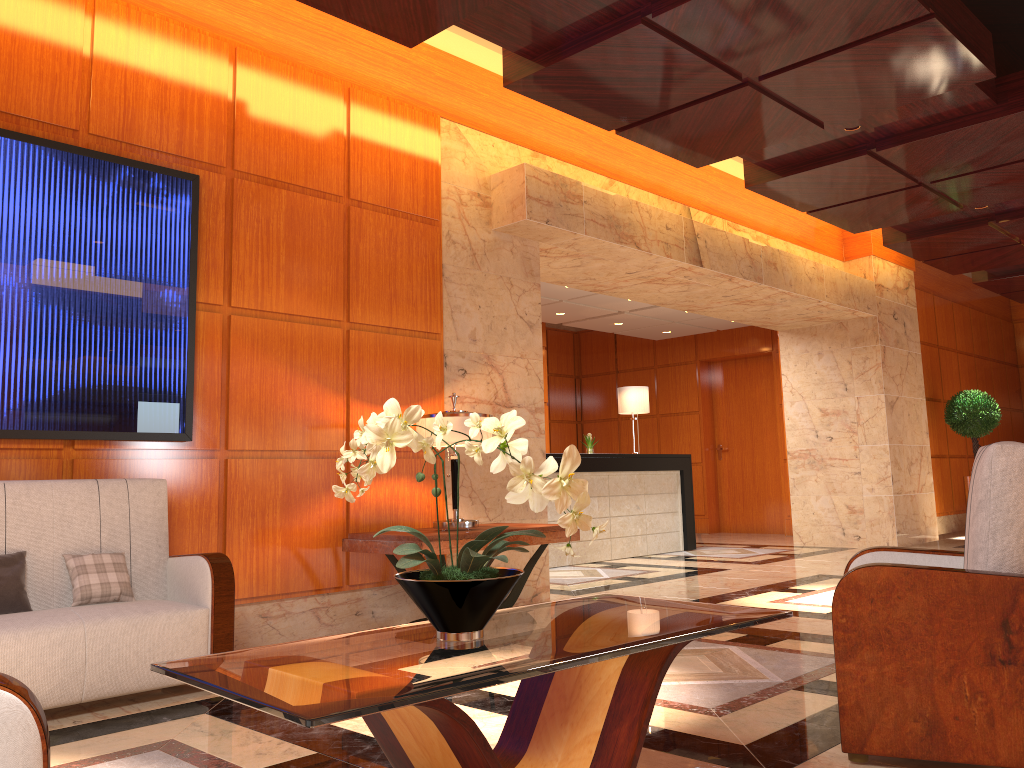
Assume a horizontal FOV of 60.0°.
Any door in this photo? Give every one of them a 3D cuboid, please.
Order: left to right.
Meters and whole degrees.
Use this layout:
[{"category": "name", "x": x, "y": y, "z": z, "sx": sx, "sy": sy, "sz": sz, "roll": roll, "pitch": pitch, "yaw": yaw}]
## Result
[{"category": "door", "x": 3.562, "y": 0.913, "z": 13.483, "sx": 1.282, "sy": 2.712, "sz": 0.340, "roll": -9, "pitch": -11, "yaw": 44}]

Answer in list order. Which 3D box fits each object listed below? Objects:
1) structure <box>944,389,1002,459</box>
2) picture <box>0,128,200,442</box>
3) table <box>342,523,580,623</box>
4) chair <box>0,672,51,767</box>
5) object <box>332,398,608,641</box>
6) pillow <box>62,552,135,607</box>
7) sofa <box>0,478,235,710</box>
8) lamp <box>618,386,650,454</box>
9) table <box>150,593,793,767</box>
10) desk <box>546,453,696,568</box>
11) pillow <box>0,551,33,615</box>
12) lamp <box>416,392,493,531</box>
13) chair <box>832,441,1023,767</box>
[{"category": "structure", "x": 6.277, "y": 0.911, "z": 11.986, "sx": 0.721, "sy": 1.722, "sz": 0.718, "roll": -5, "pitch": -9, "yaw": 22}, {"category": "picture", "x": -2.413, "y": -0.479, "z": 4.065, "sx": 0.056, "sy": 1.460, "sz": 1.992, "roll": -10, "pitch": -11, "yaw": 44}, {"category": "table", "x": -0.273, "y": 1.170, "z": 5.272, "sx": 0.723, "sy": 0.610, "sz": 1.267, "roll": -9, "pitch": -10, "yaw": 44}, {"category": "chair", "x": -0.895, "y": 0.538, "z": 1.065, "sx": 0.628, "sy": 0.966, "sz": 0.734, "roll": 2, "pitch": -9, "yaw": -26}, {"category": "object", "x": -0.140, "y": 0.335, "z": 2.279, "sx": 0.787, "sy": 0.621, "sz": 0.415, "roll": -4, "pitch": -8, "yaw": 21}, {"category": "pillow", "x": -1.812, "y": 0.860, "z": 3.896, "sx": 0.273, "sy": 0.231, "sz": 0.201, "roll": 5, "pitch": -10, "yaw": -43}, {"category": "sofa", "x": -2.087, "y": 0.855, "z": 3.566, "sx": 1.795, "sy": 0.938, "sz": 0.610, "roll": 5, "pitch": -10, "yaw": -45}, {"category": "lamp", "x": 1.485, "y": 0.453, "z": 10.747, "sx": 0.372, "sy": 0.825, "sz": 0.370, "roll": 2, "pitch": -9, "yaw": -20}, {"category": "table", "x": -0.003, "y": 0.890, "z": 2.241, "sx": 1.557, "sy": 0.499, "sz": 0.720, "roll": 4, "pitch": -9, "yaw": -42}, {"category": "desk", "x": 0.845, "y": 1.383, "z": 10.034, "sx": 0.938, "sy": 1.147, "sz": 2.919, "roll": -9, "pitch": -10, "yaw": 44}, {"category": "pillow", "x": -2.151, "y": 0.822, "z": 3.606, "sx": 0.159, "sy": 0.254, "sz": 0.357, "roll": -8, "pitch": -10, "yaw": 41}, {"category": "lamp", "x": -0.336, "y": 0.452, "z": 5.233, "sx": 0.458, "sy": 0.814, "sz": 0.456, "roll": 4, "pitch": -10, "yaw": -36}, {"category": "chair", "x": 1.409, "y": 0.687, "z": 2.968, "sx": 0.628, "sy": 0.966, "sz": 0.734, "roll": -5, "pitch": -8, "yaw": 23}]
